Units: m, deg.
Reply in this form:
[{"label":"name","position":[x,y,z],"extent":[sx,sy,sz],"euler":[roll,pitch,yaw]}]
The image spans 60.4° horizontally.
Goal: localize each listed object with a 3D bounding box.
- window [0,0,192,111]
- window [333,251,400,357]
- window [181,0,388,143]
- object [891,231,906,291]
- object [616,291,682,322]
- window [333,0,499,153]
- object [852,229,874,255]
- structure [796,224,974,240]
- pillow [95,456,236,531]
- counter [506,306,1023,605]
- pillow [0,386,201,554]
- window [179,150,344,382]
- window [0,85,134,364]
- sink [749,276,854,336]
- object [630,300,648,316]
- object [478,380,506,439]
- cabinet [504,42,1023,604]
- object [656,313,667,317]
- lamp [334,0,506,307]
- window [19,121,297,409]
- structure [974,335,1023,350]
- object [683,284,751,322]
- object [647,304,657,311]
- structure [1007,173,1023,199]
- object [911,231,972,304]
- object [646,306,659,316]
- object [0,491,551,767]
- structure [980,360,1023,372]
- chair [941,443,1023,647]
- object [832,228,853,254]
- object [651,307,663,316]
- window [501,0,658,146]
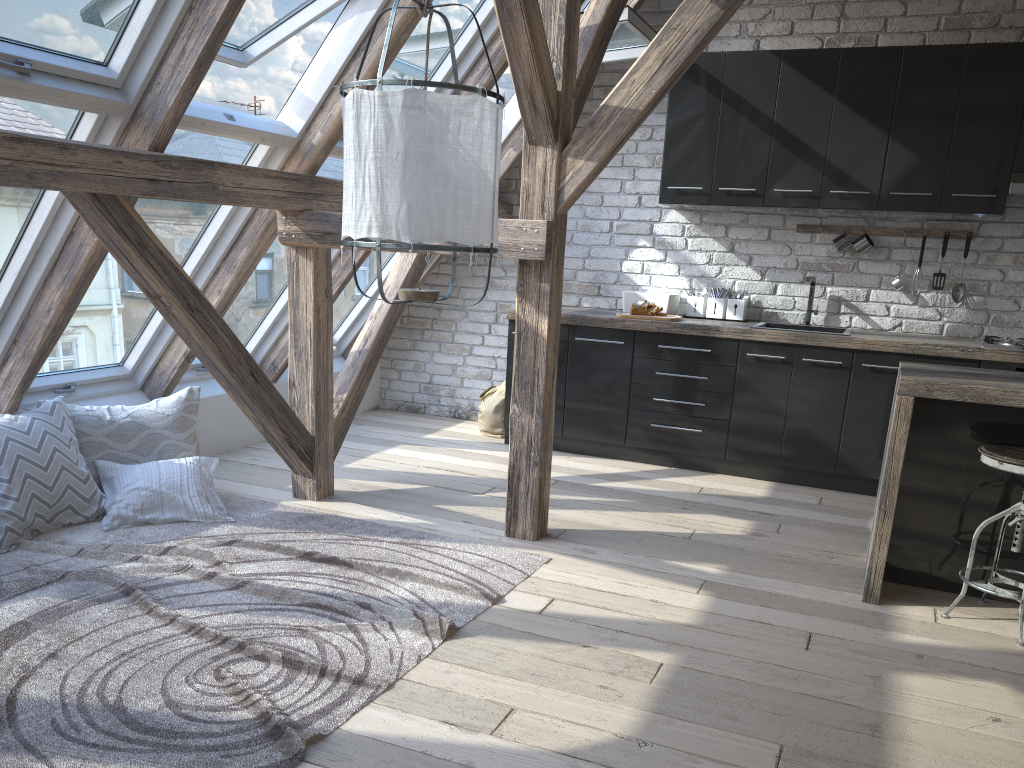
[{"label":"window","position":[-1.018,-1.471,2.308],"extent":[1.089,1.315,0.836],"euler":[8,15,22]},{"label":"window","position":[-0.916,-0.735,5.453],"extent":[1.089,1.315,0.836],"euler":[8,15,22]},{"label":"window","position":[-0.704,-1.589,3.145],"extent":[1.397,1.315,0.836],"euler":[8,14,22]},{"label":"object","position":[2.183,-0.690,4.935],"extent":[0.070,0.336,0.064],"euler":[9,16,21]},{"label":"object","position":[0.840,-0.476,5.314],"extent":[0.380,0.137,0.576],"euler":[5,10,11]},{"label":"window","position":[-0.300,-1.697,3.946],"extent":[1.089,1.315,0.836],"euler":[8,15,22]},{"label":"object","position":[1.988,-0.803,4.976],"extent":[0.116,0.143,0.092],"euler":[13,17,38]},{"label":"structure","position":[2.079,-0.858,4.947],"extent":[0.926,0.047,0.079],"euler":[7,11,21]},{"label":"pillow","position":[-1.541,0.478,3.900],"extent":[0.535,0.249,0.464],"euler":[-2,12,-26]},{"label":"counter","position":[1.497,0.234,4.309],"extent":[3.789,0.878,2.195],"euler":[7,11,22]},{"label":"pillow","position":[-1.881,0.324,3.857],"extent":[0.497,0.549,1.133],"euler":[10,12,27]},{"label":"window","position":[-1.275,-0.621,4.634],"extent":[1.089,1.315,0.836],"euler":[8,15,22]},{"label":"window","position":[-1.993,-0.395,2.996],"extent":[1.089,1.315,0.836],"euler":[8,15,22]},{"label":"sink","position":[1.653,-0.343,4.985],"extent":[0.523,0.531,0.503],"euler":[8,13,22]},{"label":"object","position":[0.745,-0.449,5.170],"extent":[0.090,0.090,0.084],"euler":[3,13,0]},{"label":"object","position":[-0.094,0.135,5.903],"extent":[0.334,0.401,0.385],"euler":[-8,17,-41]},{"label":"cabinet","position":[1.752,-0.575,4.070],"extent":[4.189,2.584,2.046],"euler":[7,14,22]},{"label":"object","position":[0.881,-0.409,5.187],"extent":[0.068,0.017,0.075],"euler":[3,9,0]},{"label":"lamp","position":[-0.193,-1.149,2.036],"extent":[0.406,1.952,0.389],"euler":[-5,17,-25]},{"label":"window","position":[-1.634,-0.508,3.815],"extent":[1.089,1.315,0.836],"euler":[8,15,22]},{"label":"structure","position":[2.751,-0.200,4.557],"extent":[0.602,0.032,0.486],"euler":[7,10,22]},{"label":"object","position":[1.253,-0.494,5.343],"extent":[0.402,0.207,0.144],"euler":[7,14,23]},{"label":"object","position":[0.822,-0.443,5.219],"extent":[0.074,0.069,0.077],"euler":[2,12,-6]},{"label":"structure","position":[2.834,-0.993,4.438],"extent":[0.596,0.107,0.361],"euler":[7,10,22]},{"label":"object","position":[2.365,-0.642,4.836],"extent":[0.280,0.393,0.068],"euler":[8,16,21]},{"label":"object","position":[0.826,-0.429,5.164],"extent":[0.072,0.059,0.081],"euler":[3,11,-2]},{"label":"object","position":[-1.465,0.763,2.613],"extent":[2.173,0.058,3.122],"euler":[7,10,23]},{"label":"structure","position":[2.725,0.173,4.642],"extent":[0.584,0.607,0.571],"euler":[8,13,22]},{"label":"chair","position":[1.787,0.551,3.109],"extent":[0.351,0.655,0.345],"euler":[-6,17,-33]},{"label":"object","position":[1.891,-0.816,5.022],"extent":[0.116,0.143,0.091],"euler":[9,15,24]},{"label":"object","position":[0.853,-0.428,5.175],"extent":[0.073,0.056,0.080],"euler":[3,11,-1]},{"label":"window","position":[0.002,-1.817,4.787],"extent":[1.511,1.315,0.836],"euler":[8,14,21]}]
